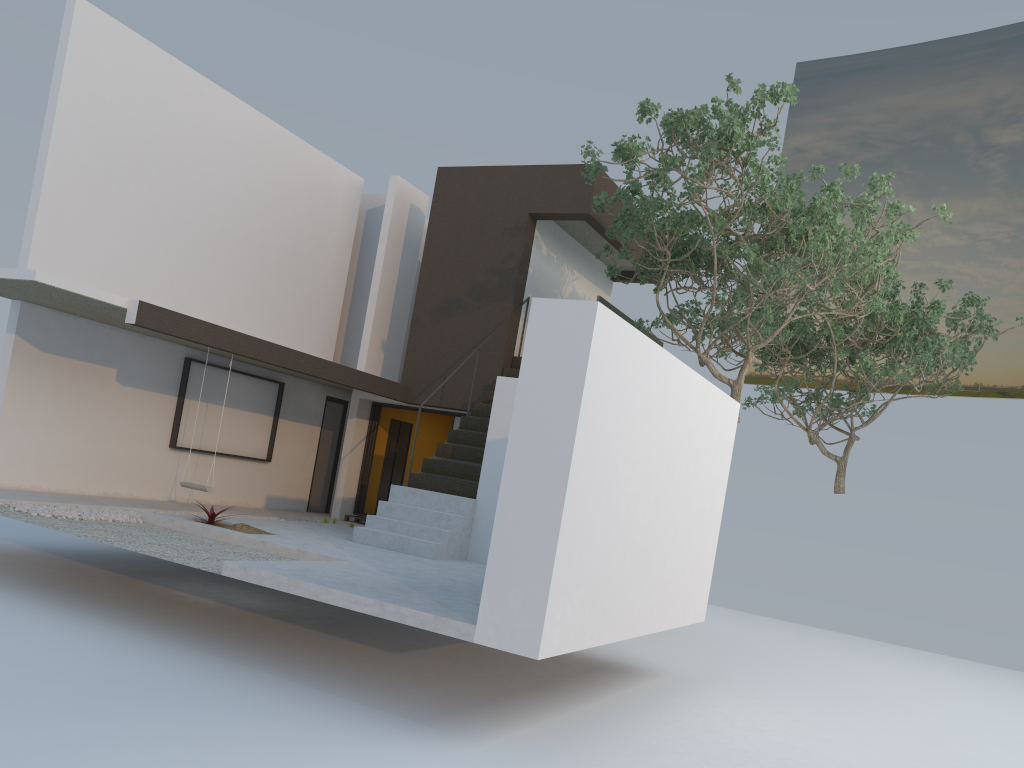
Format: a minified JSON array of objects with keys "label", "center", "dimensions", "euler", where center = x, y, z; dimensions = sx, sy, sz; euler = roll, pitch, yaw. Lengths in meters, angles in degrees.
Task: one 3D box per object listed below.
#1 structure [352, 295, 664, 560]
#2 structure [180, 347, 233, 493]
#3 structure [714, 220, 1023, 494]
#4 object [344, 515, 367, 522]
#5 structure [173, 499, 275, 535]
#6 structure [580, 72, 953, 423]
[{"label":"structure","center":[0.410,0.565,13.141],"dimensions":[1.151,3.934,6.615],"euler":[9,-5,28]},{"label":"structure","center":[-3.756,0.393,10.958],"dimensions":[0.459,1.863,0.130],"euler":[9,-1,28]},{"label":"structure","center":[6.517,-0.223,17.017],"dimensions":[5.498,4.690,7.350],"euler":[9,-5,8]},{"label":"object","center":[-2.368,2.262,14.502],"dimensions":[0.699,0.100,0.353],"euler":[6,-7,28]},{"label":"structure","center":[-3.172,1.511,9.830],"dimensions":[1.197,0.291,0.754],"euler":[6,-7,28]},{"label":"structure","center":[3.022,-1.336,11.432],"dimensions":[4.326,3.690,5.783],"euler":[9,-5,8]}]
